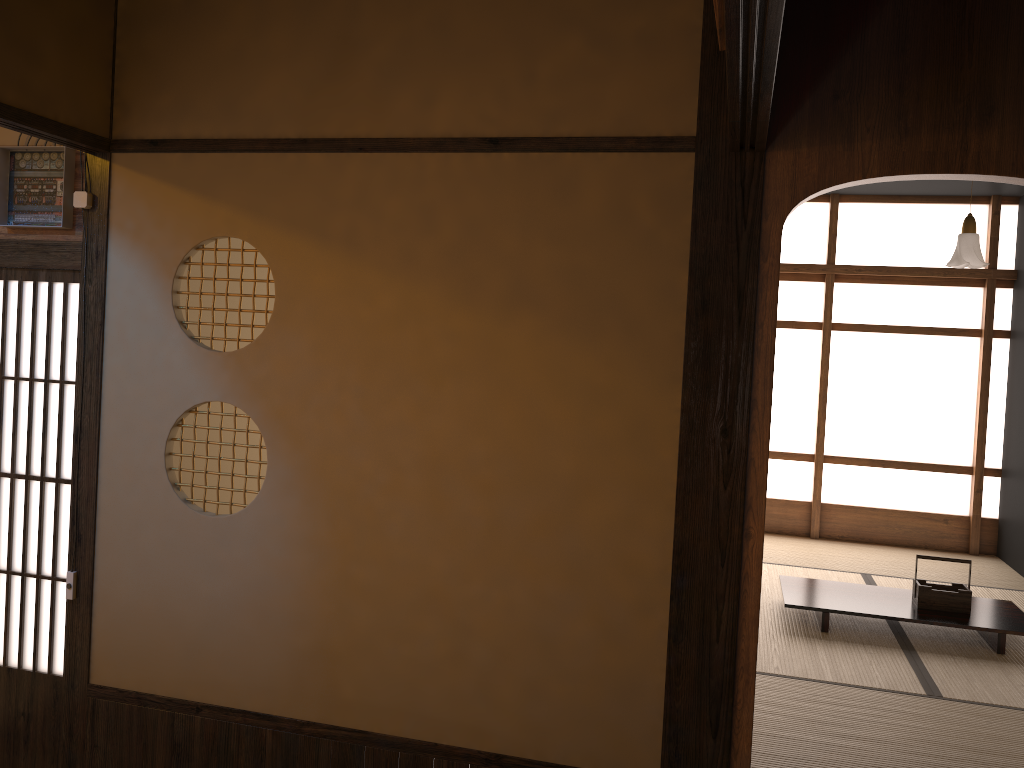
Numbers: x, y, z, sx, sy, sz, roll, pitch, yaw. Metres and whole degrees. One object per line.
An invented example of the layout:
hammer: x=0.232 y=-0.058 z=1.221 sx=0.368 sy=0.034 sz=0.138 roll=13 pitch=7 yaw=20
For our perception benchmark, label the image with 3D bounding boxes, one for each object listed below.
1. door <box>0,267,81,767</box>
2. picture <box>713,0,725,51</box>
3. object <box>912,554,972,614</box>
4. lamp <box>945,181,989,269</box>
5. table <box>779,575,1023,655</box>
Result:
door: x=-2.943 y=0.482 z=3.742 sx=2.649 sy=1.999 sz=0.066 roll=4 pitch=1 yaw=14
picture: x=0.167 y=-0.964 z=0.922 sx=0.117 sy=0.565 sz=2.045 roll=3 pitch=3 yaw=14
object: x=2.224 y=1.024 z=4.583 sx=0.260 sy=0.258 sz=0.150 roll=4 pitch=2 yaw=14
lamp: x=2.356 y=-0.997 z=4.543 sx=0.196 sy=0.798 sz=0.225 roll=4 pitch=1 yaw=22
table: x=2.032 y=1.199 z=4.633 sx=1.201 sy=0.118 sz=0.600 roll=4 pitch=3 yaw=14
